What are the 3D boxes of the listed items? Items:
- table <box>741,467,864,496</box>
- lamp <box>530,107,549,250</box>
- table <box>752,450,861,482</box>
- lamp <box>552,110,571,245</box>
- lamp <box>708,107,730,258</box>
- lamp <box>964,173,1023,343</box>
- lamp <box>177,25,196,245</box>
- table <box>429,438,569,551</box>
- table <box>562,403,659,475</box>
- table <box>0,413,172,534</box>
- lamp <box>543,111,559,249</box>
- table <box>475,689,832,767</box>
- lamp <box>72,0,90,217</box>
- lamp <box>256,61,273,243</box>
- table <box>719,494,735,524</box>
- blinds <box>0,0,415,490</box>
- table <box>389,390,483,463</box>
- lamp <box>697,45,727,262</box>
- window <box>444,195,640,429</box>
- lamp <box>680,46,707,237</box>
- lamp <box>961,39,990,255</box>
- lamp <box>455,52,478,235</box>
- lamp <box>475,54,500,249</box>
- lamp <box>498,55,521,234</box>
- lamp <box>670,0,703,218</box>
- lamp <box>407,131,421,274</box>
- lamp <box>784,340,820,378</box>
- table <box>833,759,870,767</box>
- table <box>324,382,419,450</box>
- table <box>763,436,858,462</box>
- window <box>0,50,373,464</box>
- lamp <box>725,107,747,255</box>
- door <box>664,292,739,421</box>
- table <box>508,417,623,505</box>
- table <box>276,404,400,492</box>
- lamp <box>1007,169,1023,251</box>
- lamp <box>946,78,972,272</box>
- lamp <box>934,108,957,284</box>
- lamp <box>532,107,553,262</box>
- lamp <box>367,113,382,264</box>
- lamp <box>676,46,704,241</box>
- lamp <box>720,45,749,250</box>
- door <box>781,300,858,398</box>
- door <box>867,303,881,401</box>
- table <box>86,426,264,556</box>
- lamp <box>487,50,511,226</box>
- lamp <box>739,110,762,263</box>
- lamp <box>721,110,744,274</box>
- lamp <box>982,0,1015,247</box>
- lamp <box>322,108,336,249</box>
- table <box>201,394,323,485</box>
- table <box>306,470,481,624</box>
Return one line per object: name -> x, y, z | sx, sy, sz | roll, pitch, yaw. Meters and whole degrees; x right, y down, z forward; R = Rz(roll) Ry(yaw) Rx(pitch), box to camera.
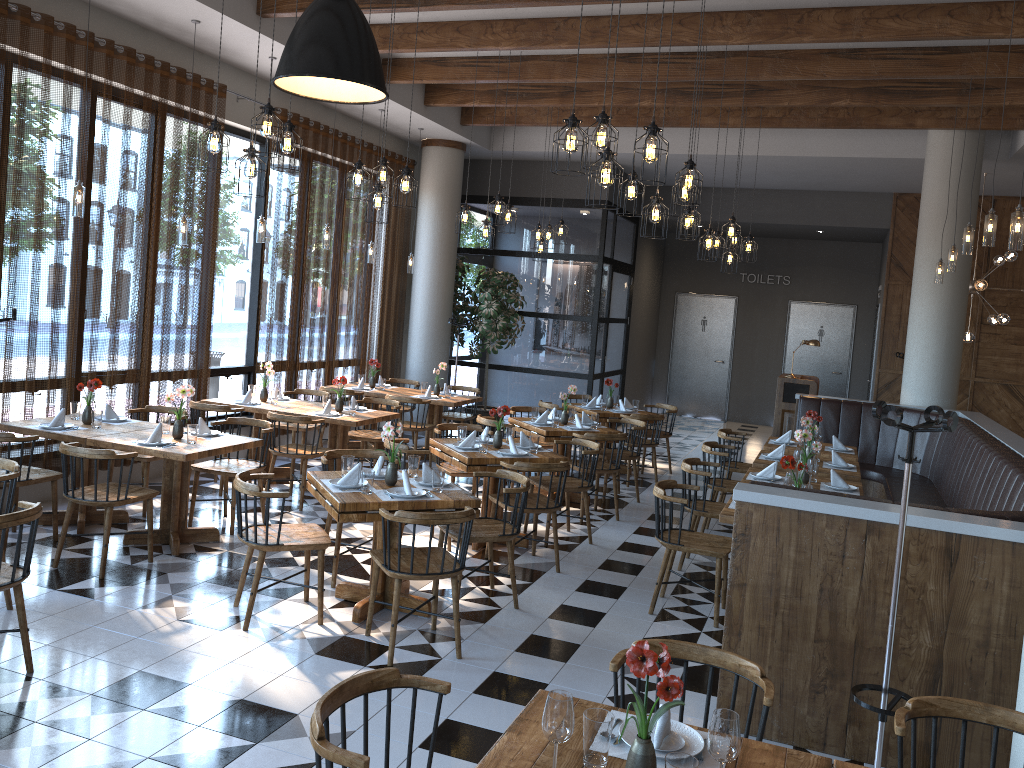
table -> 2.149, 1.122, 6.658 | 0.851, 0.762, 0.851 | 6, 4, 20
lamp -> 0.382, -2.639, 10.533 | 0.175, 2.066, 0.175 | 5, 3, -1
table -> 2.526, 1.058, 7.681 | 0.851, 0.762, 0.851 | 6, 4, 20
lamp -> 0.666, -2.740, 10.786 | 0.175, 2.066, 0.175 | 6, 3, 32
lamp -> 2.420, -2.478, 10.110 | 0.175, 2.066, 0.175 | 2, 4, -37
lamp -> 5.989, -1.619, 11.427 | 1.160, 2.187, 1.190 | 3, 4, -19
lamp -> -2.727, -2.163, 7.491 | 0.078, 1.960, 0.078 | 3, 3, -30
table -> -0.149, 0.892, 7.138 | 0.863, 0.762, 0.867 | 3, 5, -25
table -> 1.144, 0.672, 10.646 | 0.863, 0.762, 0.867 | 3, 5, -25
table -> -3.235, 0.683, 6.702 | 0.851, 0.762, 0.851 | 6, 4, 20
lamp -> 0.523, -2.709, 10.943 | 0.175, 2.066, 0.175 | 6, 3, 21
table -> 0.305, 1.385, 2.196 | 0.851, 0.762, 0.851 | 6, 4, 20
lamp -> -3.103, -2.203, 6.445 | 0.078, 1.960, 0.078 | 4, 3, -4
lamp -> -2.347, -2.339, 8.492 | 0.078, 1.960, 0.078 | 6, 3, 27
table -> 1.767, 1.187, 5.623 | 0.851, 0.762, 0.851 | 6, 4, 20
blinds -> -2.796, -1.145, 9.113 | 0.160, 3.572, 7.275 | 6, 5, 20
table -> -0.927, 0.518, 10.497 | 0.851, 0.762, 0.851 | 6, 4, 20
lamp -> 1.882, -2.163, 8.116 | 0.175, 2.066, 0.175 | 5, 3, 3
window -> 0.403, -1.119, 14.457 | 2.731, 3.541, 2.188 | 6, 4, 20
lamp -> 1.753, -2.420, 8.283 | 0.175, 2.066, 0.175 | 5, 3, 3
lamp -> 3.818, -2.040, 7.241 | 0.078, 1.960, 0.078 | 3, 3, -35
lamp -> -0.408, -2.559, 8.975 | 0.175, 2.066, 0.175 | 4, 3, -19
lamp -> -0.198, -2.413, 9.003 | 0.175, 2.066, 0.175 | 5, 3, 14
lamp -> 0.029, -2.566, 8.972 | 0.175, 2.066, 0.175 | 5, 3, 3
lamp -> 1.285, -2.206, 6.169 | 0.175, 2.066, 0.175 | 4, 3, -20
lamp -> -1.250, -2.418, 11.496 | 0.078, 1.960, 0.078 | 2, 4, -38
lamp -> 3.509, -0.176, 10.784 | 0.445, 0.755, 0.170 | 4, 3, -5
table -> 1.102, 1.477, 1.904 | 0.851, 0.762, 0.851 | 6, 4, 20
table -> -1.727, 0.427, 10.790 | 0.851, 0.762, 0.851 | 6, 4, 20
table -> 2.907, 0.993, 8.716 | 0.851, 0.762, 0.851 | 6, 4, 20
window -> -3.597, -0.736, 4.675 | 4.491, 3.157, 15.176 | 4, 5, -3
lamp -> 2.628, -2.522, 10.148 | 0.175, 2.066, 0.175 | 3, 3, -26
door -> 3.640, -0.540, 17.072 | 1.208, 2.389, 0.114 | 6, 3, 20
table -> 0.494, 0.782, 8.882 | 0.863, 0.762, 0.867 | 3, 5, -25
table -> -1.673, 0.645, 8.474 | 0.851, 0.762, 0.851 | 6, 4, 20
lamp -> 3.035, -1.763, 5.157 | 0.078, 1.960, 0.078 | 3, 3, -30
lamp -> 4.152, -2.014, 8.173 | 0.078, 1.960, 0.078 | 5, 3, 6
lamp -> 4.512, -2.018, 9.162 | 0.078, 1.960, 0.078 | 2, 4, -38
lamp -> 0.420, -2.525, 10.755 | 0.175, 2.066, 0.175 | 6, 3, 32
lamp -> -1.610, -2.414, 10.507 | 0.078, 1.960, 0.078 | 5, 3, 6
lamp -> 1.682, -2.351, 8.088 | 0.175, 2.066, 0.175 | 4, 3, -8
lamp -> 2.104, -2.282, 8.174 | 0.175, 2.066, 0.175 | 3, 3, -30
door -> 5.616, -0.313, 16.347 | 1.208, 2.389, 0.114 | 6, 3, 20
door -> 6.037, -0.149, 14.932 | 0.114, 2.389, 1.208 | 6, 3, 20
table -> -2.434, 0.774, 6.409 | 0.851, 0.762, 0.851 | 6, 4, 20
lamp -> -0.070, -2.614, 8.788 | 0.175, 2.066, 0.175 | 5, 3, 14
lamp -> 2.698, -2.382, 9.783 | 0.175, 2.066, 0.175 | 6, 3, 30
lamp -> 2.528, -2.279, 9.942 | 0.175, 2.066, 0.175 | 3, 3, -26
lamp -> 3.415, -1.939, 6.158 | 0.078, 1.960, 0.078 | 7, 4, 39
lamp -> -1.944, -2.440, 9.575 | 0.078, 1.960, 0.078 | 5, 3, 10
table -> -2.473, 0.553, 8.768 | 0.851, 0.762, 0.851 | 6, 4, 20
table -> -0.772, 0.997, 5.449 | 0.863, 0.762, 0.867 | 3, 5, -25
